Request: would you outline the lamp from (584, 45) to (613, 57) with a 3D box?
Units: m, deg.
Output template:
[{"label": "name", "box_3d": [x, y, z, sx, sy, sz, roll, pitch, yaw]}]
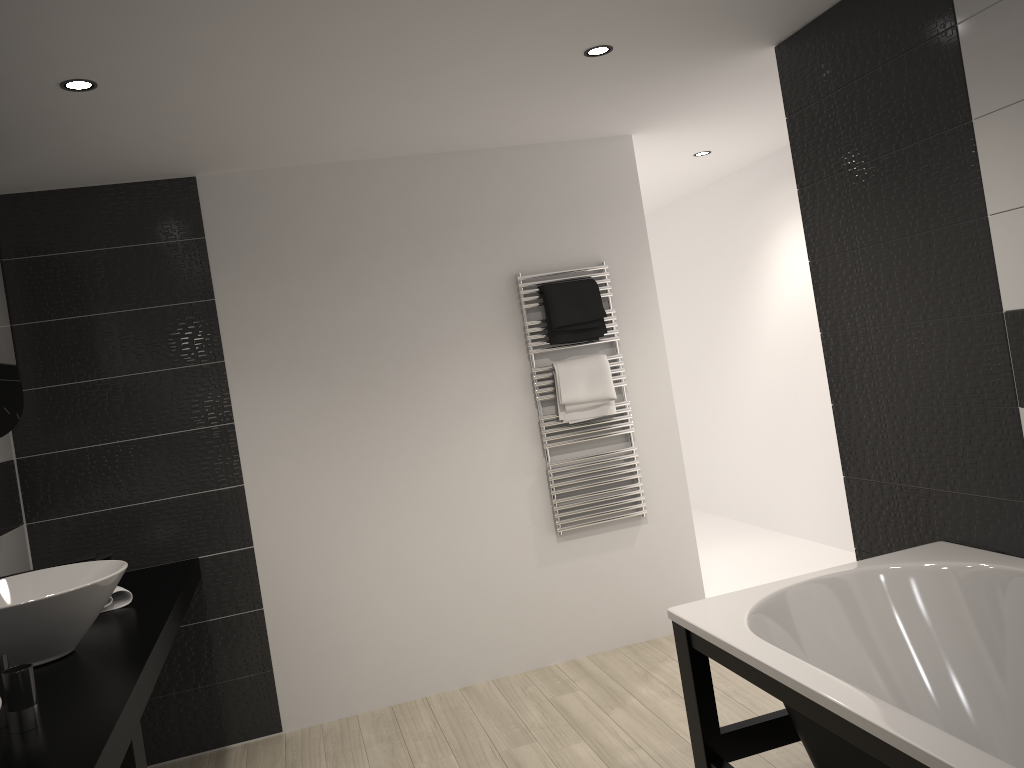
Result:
[{"label": "lamp", "box_3d": [0.308, -1.185, 3.156, 0.106, 0.004, 0.105, -10, 2, -30]}]

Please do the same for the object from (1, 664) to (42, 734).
[{"label": "object", "box_3d": [-1.099, 0.704, 1.986, 0.063, 0.134, 0.063, -9, 0, 20]}]

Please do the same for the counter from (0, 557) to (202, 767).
[{"label": "counter", "box_3d": [-1.196, 0.830, 1.958, 0.656, 0.084, 3.841, -9, 2, -15]}]

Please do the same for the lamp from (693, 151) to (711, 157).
[{"label": "lamp", "box_3d": [1.138, -1.376, 5.297, 0.105, 0.004, 0.106, -8, 2, 36]}]

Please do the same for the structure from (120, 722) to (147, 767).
[{"label": "structure", "box_3d": [-1.063, 1.235, 2.062, 0.465, 0.762, 0.125, -9, 0, -15]}]

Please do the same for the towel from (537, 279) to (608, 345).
[{"label": "towel", "box_3d": [0.306, -0.353, 4.323, 0.301, 0.309, 0.141, -9, 0, -18]}]

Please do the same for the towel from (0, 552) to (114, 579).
[{"label": "towel", "box_3d": [-1.627, 0.692, 3.139, 0.407, 0.131, 0.387, -10, 2, -28]}]

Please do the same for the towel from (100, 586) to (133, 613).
[{"label": "towel", "box_3d": [-1.580, 0.755, 3.135, 0.407, 0.133, 0.389, -10, 2, -30]}]

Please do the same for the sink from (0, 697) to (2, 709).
[{"label": "sink", "box_3d": [-1.077, 0.675, 1.343, 0.558, 0.212, 0.561, -8, 2, 29]}]

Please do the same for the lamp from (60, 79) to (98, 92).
[{"label": "lamp", "box_3d": [-1.326, -0.914, 2.713, 0.105, 0.004, 0.106, -8, 2, 18]}]

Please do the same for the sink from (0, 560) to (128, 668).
[{"label": "sink", "box_3d": [-1.403, 0.692, 2.579, 0.561, 0.212, 0.558, -10, 2, -36]}]

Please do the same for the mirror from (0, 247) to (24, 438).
[{"label": "mirror", "box_3d": [-1.581, -0.253, 1.983, 0.258, 0.901, 2.611, -9, 1, -15]}]

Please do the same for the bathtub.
[{"label": "bathtub", "box_3d": [1.272, 0.917, 1.755, 1.009, 0.676, 2.177, -9, 1, -15]}]

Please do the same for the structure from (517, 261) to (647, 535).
[{"label": "structure", "box_3d": [0.347, 0.061, 4.366, 0.473, 1.292, 0.039, -9, 0, -15]}]

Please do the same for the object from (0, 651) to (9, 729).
[{"label": "object", "box_3d": [-1.187, 0.679, 2.035, 0.063, 0.208, 0.063, -9, 0, -35]}]

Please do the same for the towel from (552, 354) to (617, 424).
[{"label": "towel", "box_3d": [0.353, 0.026, 4.329, 0.303, 0.309, 0.098, -9, 0, -14]}]
